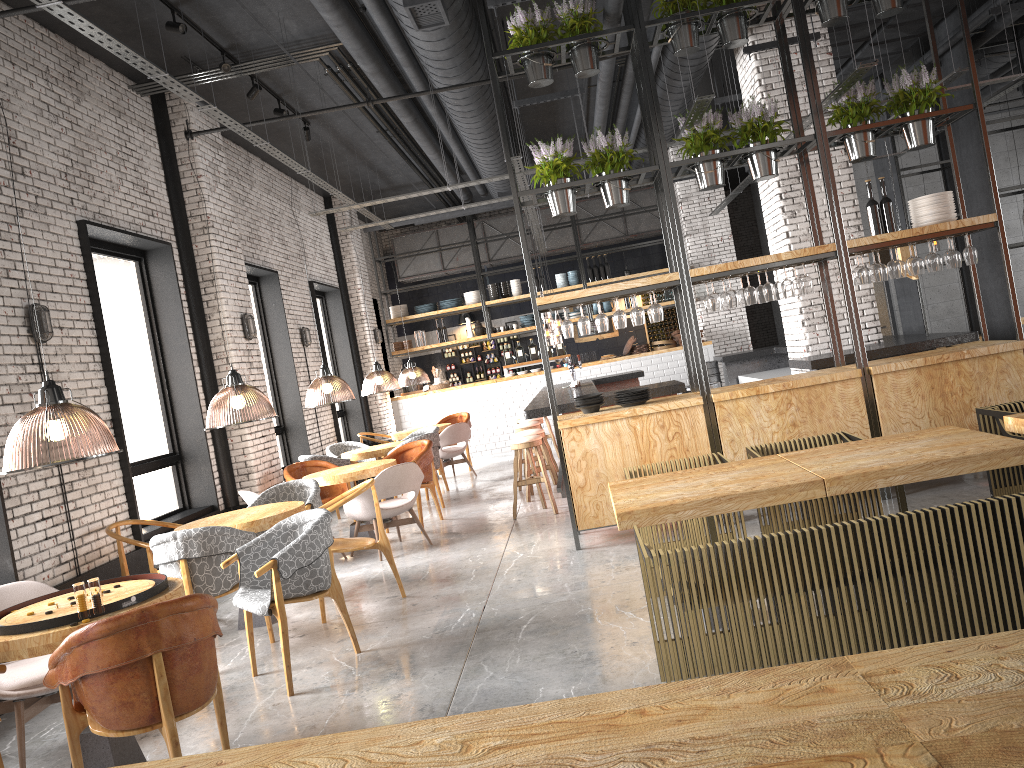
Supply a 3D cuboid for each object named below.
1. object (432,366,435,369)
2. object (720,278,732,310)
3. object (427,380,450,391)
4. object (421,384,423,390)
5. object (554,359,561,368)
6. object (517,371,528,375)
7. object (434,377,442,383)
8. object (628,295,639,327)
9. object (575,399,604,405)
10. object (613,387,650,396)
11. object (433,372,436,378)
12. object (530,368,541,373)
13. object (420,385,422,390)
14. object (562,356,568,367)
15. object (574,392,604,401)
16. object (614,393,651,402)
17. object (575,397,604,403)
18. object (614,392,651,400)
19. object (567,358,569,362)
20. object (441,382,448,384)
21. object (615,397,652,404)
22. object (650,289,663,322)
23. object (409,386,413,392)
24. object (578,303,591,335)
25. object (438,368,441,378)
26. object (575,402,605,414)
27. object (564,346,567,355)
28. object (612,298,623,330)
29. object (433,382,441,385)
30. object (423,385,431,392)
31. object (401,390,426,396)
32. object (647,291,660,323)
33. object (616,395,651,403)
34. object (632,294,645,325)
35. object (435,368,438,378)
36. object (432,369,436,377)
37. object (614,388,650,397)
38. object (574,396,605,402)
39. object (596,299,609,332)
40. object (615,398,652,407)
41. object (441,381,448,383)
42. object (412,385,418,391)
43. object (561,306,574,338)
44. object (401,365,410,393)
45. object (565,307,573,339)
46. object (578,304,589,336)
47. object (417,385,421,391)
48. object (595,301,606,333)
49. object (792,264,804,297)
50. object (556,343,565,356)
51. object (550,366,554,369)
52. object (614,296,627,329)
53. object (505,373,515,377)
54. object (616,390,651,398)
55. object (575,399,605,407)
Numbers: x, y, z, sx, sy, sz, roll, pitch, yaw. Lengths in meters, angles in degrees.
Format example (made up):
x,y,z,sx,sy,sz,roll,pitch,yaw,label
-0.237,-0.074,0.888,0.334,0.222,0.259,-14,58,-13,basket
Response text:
x,y,z,sx,sy,sz,roll,pitch,yaw,label
-1.423,-0.188,16.404,0.090,0.289,0.017,-10,0,41,object
1.766,-0.750,7.356,0.101,0.267,0.101,-10,0,18,object
-1.360,0.040,16.232,0.437,0.156,0.419,-11,1,-23,object
-1.697,0.033,16.464,0.056,0.249,0.056,-10,0,-33,object
0.835,-0.369,15.969,0.122,0.165,0.112,-10,1,38,object
0.191,-0.201,15.981,0.216,0.059,0.324,-10,1,4,object
-1.357,-0.013,16.354,0.129,0.204,0.129,-10,1,40,object
1.028,-0.619,7.410,0.101,0.267,0.101,-10,0,-32,object
0.644,0.173,7.304,0.256,0.075,0.257,-9,2,30,object
0.982,0.069,7.261,0.306,0.039,0.305,-11,1,-13,object
-1.393,-0.075,16.346,0.072,0.328,0.052,-10,0,-40,object
0.428,-0.241,15.986,0.216,0.055,0.324,-10,1,4,object
-1.703,0.036,16.377,0.056,0.249,0.056,-10,0,-33,object
0.957,-0.402,15.889,0.128,0.189,0.123,-10,1,13,object
0.637,0.126,7.303,0.256,0.076,0.257,-9,2,42,object
0.989,0.124,7.260,0.306,0.046,0.305,-11,2,-38,object
0.642,0.155,7.303,0.257,0.072,0.256,-11,1,-24,object
0.988,0.110,7.259,0.306,0.042,0.305,-11,2,-39,object
0.977,-0.396,16.015,0.122,0.165,0.112,-11,1,-32,object
-1.244,0.011,16.242,0.161,0.075,0.160,-11,1,-33,object
0.995,0.148,7.259,0.305,0.041,0.306,-10,2,22,object
1.153,-0.634,7.114,0.101,0.267,0.101,-10,1,35,object
-1.866,-0.008,16.309,0.070,0.368,0.107,-10,0,3,object
0.574,-0.531,7.156,0.101,0.267,0.101,-10,0,-32,object
-1.341,-0.107,16.349,0.123,0.358,0.076,-10,0,20,object
0.650,0.203,7.303,0.257,0.067,0.257,-10,1,-3,object
0.978,-0.614,16.175,0.034,0.164,0.061,-10,0,37,object
0.883,-0.593,7.420,0.101,0.267,0.101,-10,0,-32,object
-1.359,0.015,16.126,0.160,0.078,0.160,-11,1,-18,object
-1.490,0.063,16.191,0.187,0.111,0.284,-9,2,41,object
-1.818,0.160,16.412,0.411,0.050,0.411,-10,1,3,object
1.173,-0.644,7.399,0.101,0.267,0.101,-10,1,35,object
0.992,0.133,7.259,0.306,0.044,0.306,-10,1,5,object
1.008,-0.608,7.124,0.101,0.267,0.101,-10,0,-32,object
-1.365,-0.106,16.303,0.033,0.370,0.137,-10,0,-30,object
-1.416,-0.103,16.375,0.087,0.356,0.026,-10,0,27,object
0.983,0.084,7.261,0.305,0.048,0.306,-9,2,29,object
0.641,0.151,7.304,0.257,0.072,0.257,-10,1,4,object
0.719,-0.556,7.146,0.101,0.267,0.101,-10,0,-32,object
0.997,0.158,7.260,0.305,0.035,0.306,-9,2,42,object
-1.249,-0.007,16.244,0.161,0.078,0.160,-11,1,-33,object
-1.802,-0.020,16.306,0.070,0.368,0.107,-10,0,3,object
0.438,-0.506,7.166,0.101,0.267,0.101,-10,0,-32,object
-1.985,-0.082,16.303,0.106,0.554,0.157,-10,0,3,object
0.458,-0.517,7.452,0.101,0.267,0.101,-10,0,-32,object
0.594,-0.541,7.442,0.101,0.267,0.101,-10,0,-32,object
-1.709,0.039,16.290,0.056,0.249,0.056,-10,0,-33,object
0.739,-0.567,7.431,0.101,0.267,0.101,-10,0,-32,object
2.345,-0.853,7.313,0.101,0.267,0.101,-10,0,18,object
0.871,-0.719,16.264,0.154,0.404,0.154,-10,0,4,object
0.654,-0.283,15.953,0.216,0.060,0.324,-10,1,4,object
0.863,-0.582,7.135,0.101,0.267,0.101,-10,0,-32,object
-0.037,-0.158,16.011,0.216,0.055,0.324,-10,1,4,object
0.986,0.095,7.260,0.306,0.037,0.306,-10,1,5,object
0.645,0.180,7.304,0.257,0.075,0.257,-10,1,4,object
